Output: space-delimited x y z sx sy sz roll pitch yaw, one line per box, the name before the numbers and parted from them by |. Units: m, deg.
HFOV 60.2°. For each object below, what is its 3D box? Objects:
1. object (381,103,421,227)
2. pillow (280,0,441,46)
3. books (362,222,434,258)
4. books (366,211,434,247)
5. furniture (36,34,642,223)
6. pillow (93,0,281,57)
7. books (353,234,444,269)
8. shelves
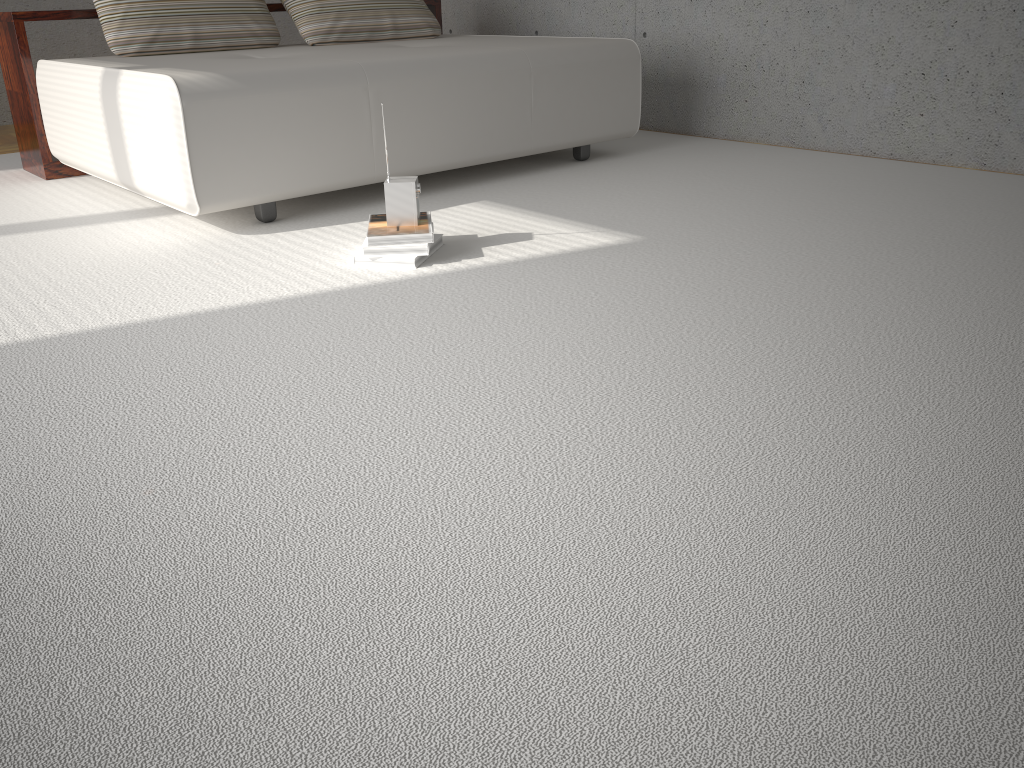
object | -0.326 -0.627 2.523 0.090 0.357 0.190 -2 21 0
pillow | -0.843 -2.014 4.532 0.817 0.504 0.586 -20 28 -36
books | -0.336 -0.432 2.637 0.189 0.031 0.272 -2 24 -1
books | -0.332 -0.464 2.632 0.189 0.031 0.272 -4 24 -5
furniture | -0.735 -1.239 3.981 2.196 0.509 1.636 -21 30 -37
pillow | -1.524 -1.825 4.031 0.811 0.594 0.497 -20 28 -37
books | -0.335 -0.403 2.648 0.189 0.031 0.272 4 24 13
shelves | -1.379 -1.627 4.669 2.279 0.697 0.406 -21 28 -37
